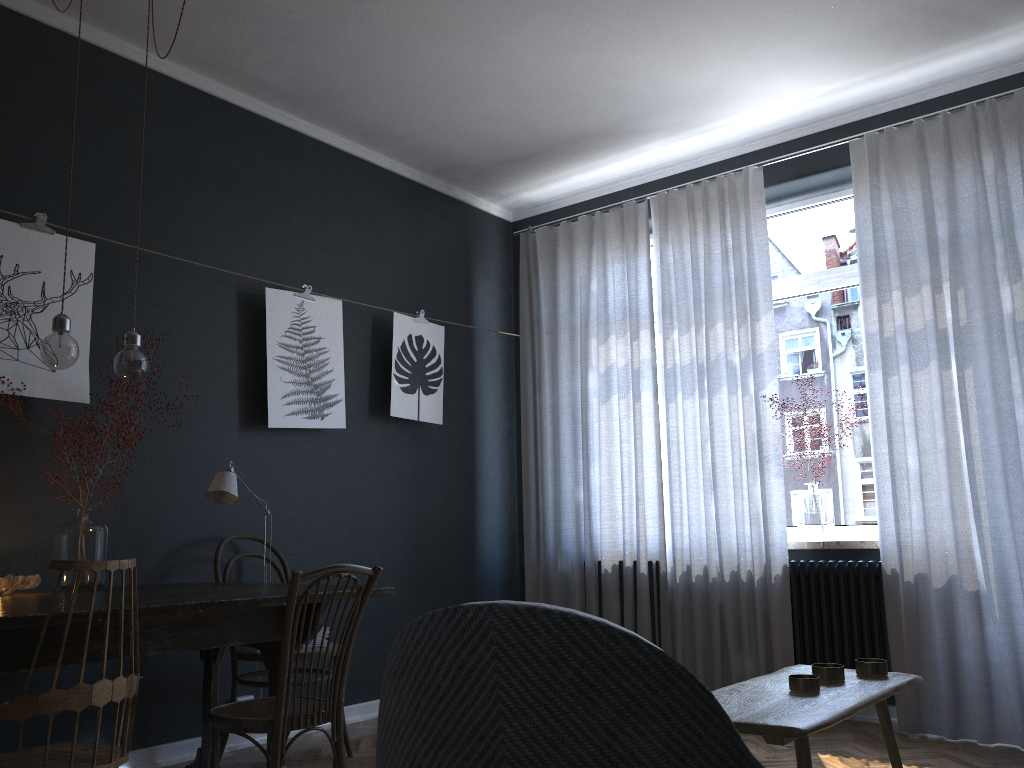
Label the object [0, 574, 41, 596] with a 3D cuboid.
[{"bbox_3d":[-1.684,0.656,2.899,0.253,0.072,0.254,-11,-14,44],"label":"object"}]

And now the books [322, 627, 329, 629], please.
[{"bbox_3d":[-0.946,1.014,3.672,0.305,0.013,0.219,7,-13,-39],"label":"books"}]

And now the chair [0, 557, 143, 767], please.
[{"bbox_3d":[-1.102,0.850,2.107,0.384,0.854,0.457,-5,-10,23],"label":"chair"}]

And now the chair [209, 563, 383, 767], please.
[{"bbox_3d":[-0.653,0.937,2.579,0.467,0.818,0.363,-8,-11,37],"label":"chair"}]

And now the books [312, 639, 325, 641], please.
[{"bbox_3d":[-0.952,1.058,3.658,0.288,0.008,0.219,7,-12,-38],"label":"books"}]

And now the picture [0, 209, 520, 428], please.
[{"bbox_3d":[-1.275,-0.214,3.907,0.058,0.769,4.463,-8,-12,37],"label":"picture"}]

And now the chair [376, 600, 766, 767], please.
[{"bbox_3d":[0.094,0.679,1.145,0.645,0.809,0.496,-4,-10,16],"label":"chair"}]

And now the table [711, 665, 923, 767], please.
[{"bbox_3d":[0.629,0.932,1.883,0.340,0.548,0.789,-8,-12,38],"label":"table"}]

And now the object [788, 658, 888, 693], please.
[{"bbox_3d":[0.728,0.660,2.016,0.369,0.033,0.103,7,-13,-41],"label":"object"}]

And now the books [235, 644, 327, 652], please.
[{"bbox_3d":[-0.949,1.078,3.650,0.305,0.007,0.219,7,-13,-39],"label":"books"}]

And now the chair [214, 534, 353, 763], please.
[{"bbox_3d":[-0.963,1.085,3.693,0.550,0.918,0.438,-8,-11,35],"label":"chair"}]

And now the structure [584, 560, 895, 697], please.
[{"bbox_3d":[1.161,1.211,4.566,1.848,0.599,0.216,-9,-12,38],"label":"structure"}]

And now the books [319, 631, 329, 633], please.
[{"bbox_3d":[-0.945,1.029,3.666,0.305,0.008,0.219,7,-13,-40],"label":"books"}]

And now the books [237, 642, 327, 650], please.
[{"bbox_3d":[-0.948,1.071,3.653,0.305,0.008,0.219,7,-13,-39],"label":"books"}]

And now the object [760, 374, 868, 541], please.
[{"bbox_3d":[1.511,0.375,4.439,0.514,0.807,0.600,-3,-9,12],"label":"object"}]

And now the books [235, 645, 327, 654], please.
[{"bbox_3d":[-0.947,1.085,3.650,0.305,0.008,0.219,9,-14,-44],"label":"books"}]

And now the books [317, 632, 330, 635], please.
[{"bbox_3d":[-0.943,1.036,3.663,0.305,0.008,0.219,7,-13,-40],"label":"books"}]

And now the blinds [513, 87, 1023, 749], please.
[{"bbox_3d":[1.648,0.180,4.242,3.997,2.782,0.313,-8,-12,38],"label":"blinds"}]

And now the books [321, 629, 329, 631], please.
[{"bbox_3d":[-0.948,1.022,3.671,0.305,0.008,0.219,7,-13,-39],"label":"books"}]

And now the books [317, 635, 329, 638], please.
[{"bbox_3d":[-0.946,1.048,3.666,0.305,0.006,0.219,7,-13,-39],"label":"books"}]

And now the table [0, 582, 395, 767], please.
[{"bbox_3d":[-1.326,1.013,2.668,1.127,0.726,1.606,-8,-12,38],"label":"table"}]

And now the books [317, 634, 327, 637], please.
[{"bbox_3d":[-0.947,1.043,3.662,0.288,0.008,0.219,7,-13,-40],"label":"books"}]

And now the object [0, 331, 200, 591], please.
[{"bbox_3d":[-1.557,0.279,3.245,0.639,0.928,0.558,-2,-9,8],"label":"object"}]

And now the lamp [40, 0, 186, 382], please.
[{"bbox_3d":[-1.012,-0.905,2.453,0.583,1.570,1.594,2,-10,-20],"label":"lamp"}]

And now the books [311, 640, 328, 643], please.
[{"bbox_3d":[-0.948,1.063,3.652,0.305,0.013,0.219,7,-13,-39],"label":"books"}]

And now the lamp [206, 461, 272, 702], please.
[{"bbox_3d":[-1.065,0.872,3.619,0.242,1.067,0.802,0,-9,-7],"label":"lamp"}]
